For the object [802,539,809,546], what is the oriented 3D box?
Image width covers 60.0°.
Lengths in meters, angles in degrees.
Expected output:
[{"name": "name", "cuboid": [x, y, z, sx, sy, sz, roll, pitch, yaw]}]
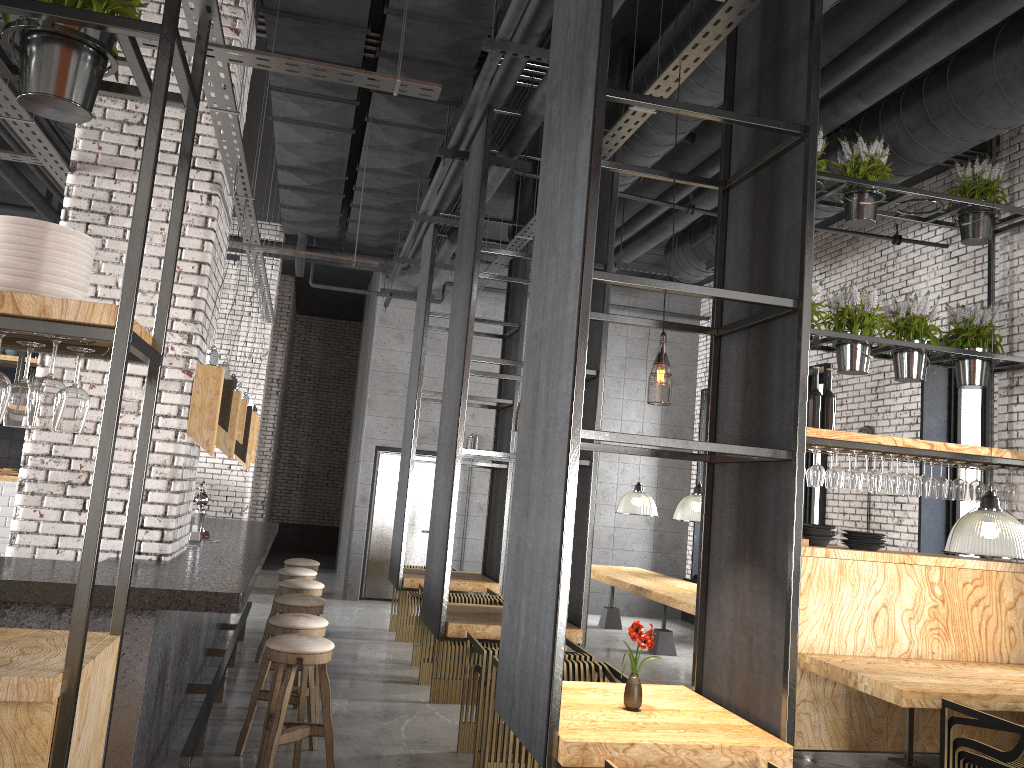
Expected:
[{"name": "object", "cuboid": [1.760, 1.074, 6.150, 0.411, 0.050, 0.410, 7, -7, -13]}]

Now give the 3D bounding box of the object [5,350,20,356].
[{"name": "object", "cuboid": [-6.236, -0.369, 11.111, 0.218, 0.085, 0.218, 12, -10, -43]}]

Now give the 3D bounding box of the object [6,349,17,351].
[{"name": "object", "cuboid": [-6.229, -0.402, 11.118, 0.218, 0.093, 0.218, 9, -8, -29]}]

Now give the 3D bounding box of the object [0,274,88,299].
[{"name": "object", "cuboid": [-1.489, -0.284, 2.726, 0.334, 0.037, 0.334, -2, -10, 43]}]

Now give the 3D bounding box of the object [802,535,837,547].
[{"name": "object", "cuboid": [2.125, 1.096, 6.179, 0.257, 0.068, 0.256, 6, -7, -5]}]

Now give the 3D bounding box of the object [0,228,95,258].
[{"name": "object", "cuboid": [-1.478, -0.415, 2.746, 0.334, 0.044, 0.334, 11, -9, -42]}]

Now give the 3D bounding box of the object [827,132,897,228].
[{"name": "object", "cuboid": [2.607, -1.463, 6.613, 0.467, 0.560, 0.415, 0, -9, 35]}]

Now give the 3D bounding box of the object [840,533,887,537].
[{"name": "object", "cuboid": [2.476, 1.074, 6.247, 0.305, 0.049, 0.305, 3, -7, 12]}]

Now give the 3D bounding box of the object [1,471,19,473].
[{"name": "object", "cuboid": [-5.926, 1.057, 10.611, 0.214, 0.013, 0.520, 7, -7, -17]}]

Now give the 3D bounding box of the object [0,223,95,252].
[{"name": "object", "cuboid": [-1.477, -0.434, 2.747, 0.334, 0.039, 0.334, 10, -9, -37]}]

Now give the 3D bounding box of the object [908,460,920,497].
[{"name": "object", "cuboid": [2.980, 0.700, 6.567, 0.101, 0.268, 0.100, 1, -9, 24]}]

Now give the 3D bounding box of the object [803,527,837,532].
[{"name": "object", "cuboid": [2.130, 1.044, 6.188, 0.257, 0.072, 0.256, 7, -7, -13]}]

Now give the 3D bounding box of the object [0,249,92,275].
[{"name": "object", "cuboid": [-1.483, -0.357, 2.736, 0.334, 0.039, 0.334, 6, -7, -5]}]

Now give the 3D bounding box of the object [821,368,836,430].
[{"name": "object", "cuboid": [2.259, 0.124, 6.331, 0.098, 0.472, 0.098, 11, -10, -35]}]

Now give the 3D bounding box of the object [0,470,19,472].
[{"name": "object", "cuboid": [-5.917, 1.044, 10.616, 0.229, 0.016, 0.555, 6, -7, -7]}]

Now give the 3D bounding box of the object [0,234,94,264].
[{"name": "object", "cuboid": [-1.480, -0.396, 2.743, 0.334, 0.041, 0.334, 11, -10, -43]}]

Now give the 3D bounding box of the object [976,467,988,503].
[{"name": "object", "cuboid": [3.552, 0.765, 6.694, 0.101, 0.268, 0.100, 2, -8, 18]}]

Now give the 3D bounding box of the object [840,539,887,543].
[{"name": "object", "cuboid": [2.471, 1.115, 6.240, 0.305, 0.046, 0.305, 0, -9, 35]}]

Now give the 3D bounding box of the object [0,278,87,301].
[{"name": "object", "cuboid": [-1.491, -0.265, 2.725, 0.334, 0.046, 0.334, 9, -8, -32]}]

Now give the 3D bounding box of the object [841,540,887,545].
[{"name": "object", "cuboid": [2.472, 1.123, 6.238, 0.306, 0.044, 0.305, 6, -7, -12]}]

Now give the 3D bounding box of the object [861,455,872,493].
[{"name": "object", "cuboid": [2.594, 0.656, 6.482, 0.101, 0.268, 0.100, 1, -9, 24]}]

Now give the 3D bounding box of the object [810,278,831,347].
[{"name": "object", "cuboid": [2.016, -0.414, 6.338, 0.467, 0.560, 0.415, -2, -10, 42]}]

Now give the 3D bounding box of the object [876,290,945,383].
[{"name": "object", "cuboid": [2.959, -0.301, 6.592, 0.416, 0.560, 0.466, 0, -9, 33]}]

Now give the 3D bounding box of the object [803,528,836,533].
[{"name": "object", "cuboid": [2.130, 1.048, 6.186, 0.256, 0.072, 0.257, 11, -9, -40]}]

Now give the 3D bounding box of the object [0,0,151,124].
[{"name": "object", "cuboid": [-1.413, -1.141, 2.828, 0.467, 0.560, 0.415, 8, -8, -19]}]

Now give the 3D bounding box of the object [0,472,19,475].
[{"name": "object", "cuboid": [-5.922, 1.070, 10.616, 0.276, 0.019, 0.512, 6, -7, -8]}]

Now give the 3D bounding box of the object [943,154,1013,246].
[{"name": "object", "cuboid": [3.568, -1.357, 6.799, 0.416, 0.560, 0.466, 5, -8, -3]}]

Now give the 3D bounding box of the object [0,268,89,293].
[{"name": "object", "cuboid": [-1.488, -0.303, 2.728, 0.334, 0.040, 0.334, -1, -9, 41]}]

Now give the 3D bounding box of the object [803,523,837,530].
[{"name": "object", "cuboid": [2.134, 1.019, 6.191, 0.257, 0.076, 0.256, 2, -8, 25]}]

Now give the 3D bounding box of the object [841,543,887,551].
[{"name": "object", "cuboid": [2.470, 1.149, 6.235, 0.306, 0.035, 0.305, 2, -8, 25]}]

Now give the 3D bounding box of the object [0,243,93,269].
[{"name": "object", "cuboid": [-1.482, -0.377, 2.739, 0.334, 0.043, 0.334, 9, -8, -29]}]

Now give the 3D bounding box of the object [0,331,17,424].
[{"name": "object", "cuboid": [-1.469, -0.025, 2.513, 0.101, 0.268, 0.100, -2, -10, 40]}]

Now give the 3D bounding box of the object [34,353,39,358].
[{"name": "object", "cuboid": [-5.897, -0.528, 11.111, 0.098, 0.460, 0.098, 4, -8, 10]}]

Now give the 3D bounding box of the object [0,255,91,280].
[{"name": "object", "cuboid": [-1.484, -0.342, 2.734, 0.335, 0.040, 0.333, 4, -7, 9]}]

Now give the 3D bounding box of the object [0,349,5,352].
[{"name": "object", "cuboid": [-6.464, -0.421, 11.090, 0.210, 0.069, 0.209, -2, -10, 43]}]

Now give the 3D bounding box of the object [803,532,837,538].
[{"name": "object", "cuboid": [2.127, 1.073, 6.183, 0.257, 0.076, 0.256, 7, -7, -13]}]

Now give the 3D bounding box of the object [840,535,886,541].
[{"name": "object", "cuboid": [2.475, 1.100, 6.242, 0.306, 0.042, 0.305, 0, -8, 34]}]

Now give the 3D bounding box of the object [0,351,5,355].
[{"name": "object", "cuboid": [-6.467, -0.378, 11.085, 0.210, 0.065, 0.209, 4, -7, 5]}]

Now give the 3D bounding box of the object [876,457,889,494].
[{"name": "object", "cuboid": [2.722, 0.670, 6.510, 0.101, 0.268, 0.100, 1, -9, 24]}]

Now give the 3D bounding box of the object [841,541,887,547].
[{"name": "object", "cuboid": [2.471, 1.138, 6.236, 0.306, 0.041, 0.305, 4, -7, 5]}]

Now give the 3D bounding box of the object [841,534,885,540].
[{"name": "object", "cuboid": [2.476, 1.086, 6.244, 0.306, 0.037, 0.305, 6, -7, -11]}]

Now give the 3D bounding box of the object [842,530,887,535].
[{"name": "object", "cuboid": [2.478, 1.060, 6.249, 0.305, 0.040, 0.305, 9, -8, -29]}]

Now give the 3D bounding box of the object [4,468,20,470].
[{"name": "object", "cuboid": [-5.869, 1.008, 10.466, 0.184, 0.011, 0.253, 4, -7, 9]}]

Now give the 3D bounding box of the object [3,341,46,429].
[{"name": "object", "cuboid": [-1.534, 0.003, 2.790, 0.101, 0.268, 0.100, -2, -10, 40]}]

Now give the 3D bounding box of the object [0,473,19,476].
[{"name": "object", "cuboid": [-5.869, 1.087, 10.579, 0.407, 0.019, 0.457, 1, -8, 29]}]

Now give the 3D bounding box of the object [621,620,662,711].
[{"name": "object", "cuboid": [0.546, 1.191, 3.763, 0.156, 0.356, 0.170, -1, -10, 35]}]

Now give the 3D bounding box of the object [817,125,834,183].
[{"name": "object", "cuboid": [2.092, -1.518, 6.535, 0.466, 0.560, 0.416, 11, -10, -38]}]

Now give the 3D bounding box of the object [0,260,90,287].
[{"name": "object", "cuboid": [-1.486, -0.322, 2.732, 0.334, 0.039, 0.334, -2, -10, 43]}]

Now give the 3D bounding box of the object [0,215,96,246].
[{"name": "object", "cuboid": [-1.475, -0.453, 2.751, 0.334, 0.039, 0.334, 11, -9, -38]}]

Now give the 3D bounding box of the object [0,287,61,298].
[{"name": "object", "cuboid": [-1.492, -0.245, 2.721, 0.334, 0.033, 0.334, 5, -7, -4]}]

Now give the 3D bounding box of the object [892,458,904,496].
[{"name": "object", "cuboid": [2.846, 0.684, 6.537, 0.101, 0.268, 0.100, 1, -9, 24]}]

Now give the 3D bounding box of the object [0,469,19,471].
[{"name": "object", "cuboid": [-5.923, 1.020, 10.522, 0.172, 0.010, 0.367, 5, -7, -3]}]

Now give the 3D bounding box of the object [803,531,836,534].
[{"name": "object", "cuboid": [2.128, 1.066, 6.185, 0.257, 0.075, 0.256, 3, -7, 13]}]

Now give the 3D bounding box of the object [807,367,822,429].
[{"name": "object", "cuboid": [2.154, 0.112, 6.308, 0.098, 0.472, 0.098, 11, -10, -35]}]

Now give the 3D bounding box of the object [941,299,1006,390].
[{"name": "object", "cuboid": [3.455, -0.250, 6.659, 0.416, 0.560, 0.466, 4, -8, 7]}]

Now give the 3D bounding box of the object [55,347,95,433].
[{"name": "object", "cuboid": [-1.391, 0.020, 2.821, 0.101, 0.268, 0.100, -2, -10, 40]}]

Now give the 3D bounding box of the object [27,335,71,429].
[{"name": "object", "cuboid": [-1.326, -0.009, 2.545, 0.101, 0.268, 0.100, -2, -10, 40]}]

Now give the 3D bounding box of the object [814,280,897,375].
[{"name": "object", "cuboid": [2.495, -0.355, 6.482, 0.467, 0.560, 0.415, 7, -8, -18]}]
